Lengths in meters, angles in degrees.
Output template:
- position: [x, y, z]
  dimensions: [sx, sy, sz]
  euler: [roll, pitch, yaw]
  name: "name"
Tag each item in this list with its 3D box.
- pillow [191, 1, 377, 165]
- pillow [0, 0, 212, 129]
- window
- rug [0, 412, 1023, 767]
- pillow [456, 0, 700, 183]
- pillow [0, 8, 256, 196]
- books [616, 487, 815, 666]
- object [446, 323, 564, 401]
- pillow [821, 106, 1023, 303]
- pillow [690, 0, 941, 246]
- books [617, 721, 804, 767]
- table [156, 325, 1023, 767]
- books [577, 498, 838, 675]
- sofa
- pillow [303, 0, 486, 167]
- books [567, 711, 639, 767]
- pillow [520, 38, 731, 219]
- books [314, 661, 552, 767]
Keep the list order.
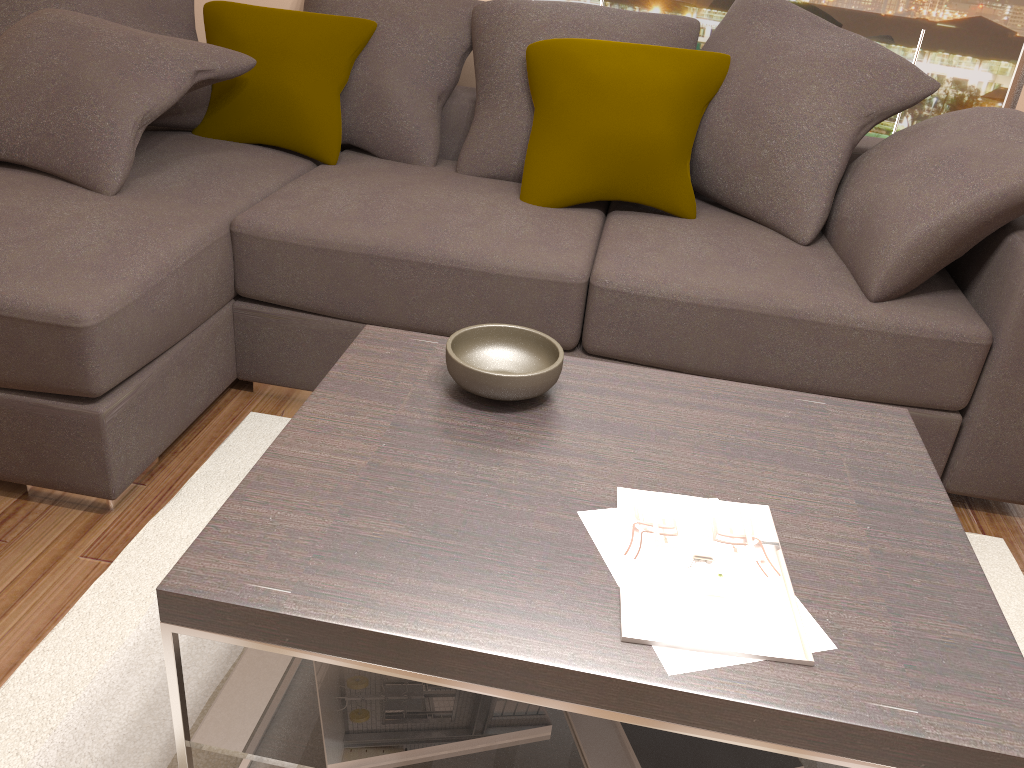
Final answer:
- position: [-0.823, -1.036, 3.076]
  dimensions: [0.631, 0.486, 0.335]
  euler: [10, 28, 9]
  name: "pillow"
- position: [-1.387, -1.163, 2.941]
  dimensions: [0.806, 0.578, 0.483]
  euler: [-14, 34, -33]
  name: "pillow"
- position: [0.920, -1.481, 3.259]
  dimensions: [1.983, 2.419, 0.020]
  euler: [9, 28, 6]
  name: "window"
- position: [0.123, 0.647, 1.695]
  dimensions: [2.122, 0.024, 1.791]
  euler: [9, 28, 6]
  name: "rug"
- position: [0.224, -0.970, 3.029]
  dimensions: [0.783, 0.590, 0.459]
  euler: [7, 28, 1]
  name: "pillow"
- position: [-1.270, -0.862, 2.636]
  dimensions: [0.792, 0.415, 0.645]
  euler: [12, 29, 11]
  name: "pillow"
- position: [0.271, 0.258, 1.256]
  dimensions: [0.241, 0.010, 0.332]
  euler: [7, 28, 2]
  name: "books"
- position: [-0.016, -0.031, 1.662]
  dimensions: [0.219, 0.081, 0.219]
  euler: [11, 28, 11]
  name: "object"
- position: [1.214, -0.524, 2.501]
  dimensions: [0.560, 0.470, 0.749]
  euler: [7, 28, 3]
  name: "pillow"
- position: [0.825, -0.870, 2.773]
  dimensions: [0.399, 0.635, 0.811]
  euler: [-13, 33, -31]
  name: "pillow"
- position: [0.269, 0.492, 1.409]
  dimensions: [0.241, 0.008, 0.332]
  euler: [-3, 29, -16]
  name: "books"
- position: [0.140, 0.399, 1.569]
  dimensions: [1.110, 0.558, 0.856]
  euler: [9, 28, 6]
  name: "table"
- position: [0.259, 0.270, 1.246]
  dimensions: [0.241, 0.008, 0.332]
  euler: [-3, 29, -16]
  name: "books"
- position: [-0.238, -0.349, 2.706]
  dimensions: [3.565, 0.776, 1.906]
  euler: [9, 28, 6]
  name: "sofa"
- position: [-0.494, -1.127, 3.226]
  dimensions: [0.787, 0.576, 0.431]
  euler: [17, 30, 20]
  name: "pillow"
- position: [0.200, 0.497, 1.404]
  dimensions: [0.241, 0.008, 0.332]
  euler: [-3, 29, -16]
  name: "books"
- position: [0.356, -0.798, 2.792]
  dimensions: [0.658, 0.492, 0.382]
  euler: [4, 28, -3]
  name: "pillow"
- position: [-0.133, 0.476, 1.390]
  dimensions: [0.332, 0.026, 0.241]
  euler: [-3, 29, -17]
  name: "books"
